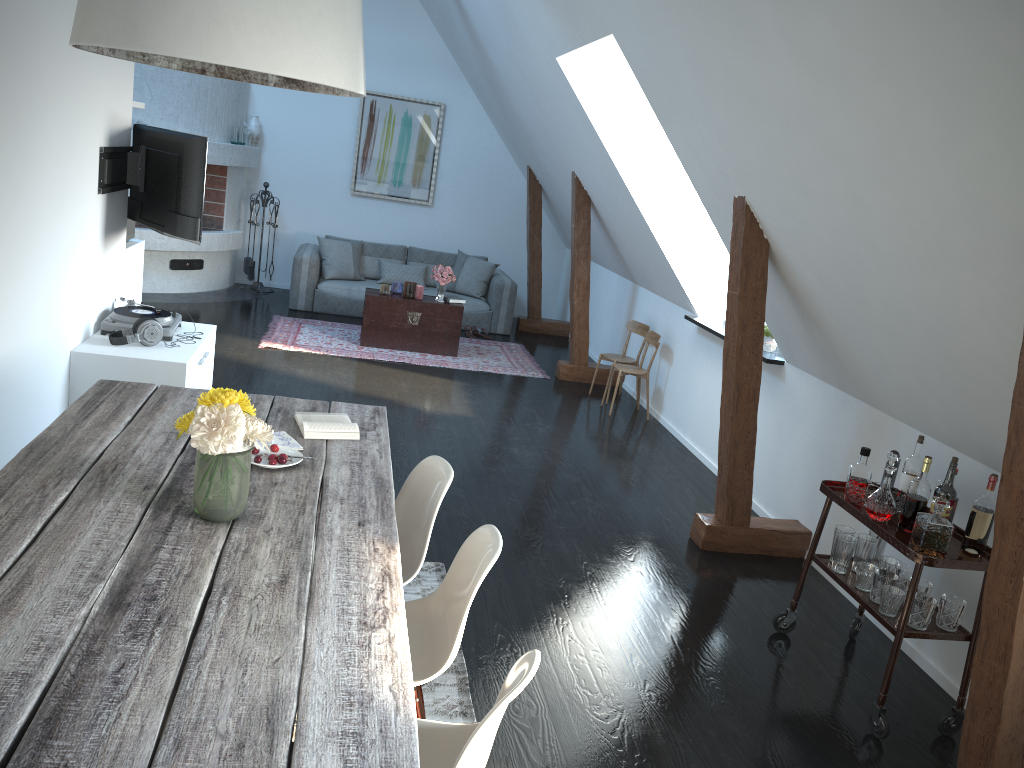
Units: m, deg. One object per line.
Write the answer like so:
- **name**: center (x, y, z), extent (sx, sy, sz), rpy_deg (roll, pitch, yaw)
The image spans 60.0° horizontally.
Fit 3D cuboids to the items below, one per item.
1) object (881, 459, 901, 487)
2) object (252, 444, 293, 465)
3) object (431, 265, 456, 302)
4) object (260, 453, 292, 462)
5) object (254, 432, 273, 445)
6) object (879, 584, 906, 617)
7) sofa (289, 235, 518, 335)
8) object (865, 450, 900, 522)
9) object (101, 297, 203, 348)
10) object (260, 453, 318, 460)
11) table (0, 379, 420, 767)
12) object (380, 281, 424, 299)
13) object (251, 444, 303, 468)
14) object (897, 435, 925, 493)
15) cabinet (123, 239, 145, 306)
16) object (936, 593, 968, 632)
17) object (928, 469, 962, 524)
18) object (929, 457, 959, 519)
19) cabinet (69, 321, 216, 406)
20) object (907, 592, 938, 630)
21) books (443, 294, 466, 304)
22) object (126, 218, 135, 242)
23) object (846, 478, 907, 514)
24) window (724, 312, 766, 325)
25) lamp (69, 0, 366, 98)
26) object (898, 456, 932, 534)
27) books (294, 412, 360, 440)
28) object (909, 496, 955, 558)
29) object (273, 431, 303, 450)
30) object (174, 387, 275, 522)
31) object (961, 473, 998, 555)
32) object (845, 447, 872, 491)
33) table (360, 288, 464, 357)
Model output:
- **object**: center (1.614, 0.402, 3.796), extent (0.052, 0.182, 0.135), rpy_deg (15, 15, 25)
- **object**: center (-0.800, 0.233, 2.896), extent (0.132, 0.034, 0.144), rpy_deg (-2, 18, -38)
- **object**: center (-0.670, -0.969, 8.456), extent (0.235, 0.351, 0.234), rpy_deg (20, 17, 37)
- **object**: center (-0.774, 0.241, 2.915), extent (0.110, 0.011, 0.058), rpy_deg (7, 14, -8)
- **object**: center (-0.924, 0.184, 3.079), extent (0.182, 0.016, 0.179), rpy_deg (5, 14, -16)
- **object**: center (1.452, 0.835, 3.401), extent (0.092, 0.099, 0.092), rpy_deg (0, 16, -33)
- **sofa**: center (-1.226, -1.171, 10.105), extent (2.458, 0.770, 1.107), rpy_deg (6, 14, -11)
- **object**: center (1.466, 0.398, 3.478), extent (0.114, 0.292, 0.114), rpy_deg (-2, 18, -38)
- **object**: center (-2.179, -0.371, 5.396), extent (0.558, 0.162, 0.742), rpy_deg (6, 14, -14)
- **object**: center (-0.737, 0.237, 2.926), extent (0.194, 0.022, 0.019), rpy_deg (10, 14, 4)
- **table**: center (-0.947, 0.719, 2.578), extent (1.141, 0.788, 2.421), rpy_deg (6, 14, -11)
- **object**: center (-1.037, -0.912, 8.443), extent (0.413, 0.138, 0.215), rpy_deg (9, 14, 0)
- **object**: center (-0.791, 0.243, 2.911), extent (0.205, 0.024, 0.205), rpy_deg (4, 15, -19)
- **object**: center (1.653, 0.366, 3.667), extent (0.073, 0.320, 0.073), rpy_deg (4, 15, -20)
- **cabinet**: center (-3.078, -0.557, 6.102), extent (0.869, 0.921, 0.638), rpy_deg (6, 14, -11)
- **object**: center (1.658, 0.868, 3.355), extent (0.095, 0.119, 0.095), rpy_deg (20, 18, 39)
- **object**: center (1.705, 0.453, 3.486), extent (0.067, 0.257, 0.099), rpy_deg (7, 14, -6)
- **object**: center (1.639, 0.433, 3.365), extent (0.080, 0.329, 0.080), rpy_deg (4, 15, -20)
- **cabinet**: center (-2.217, -0.043, 5.445), extent (0.623, 0.507, 1.069), rpy_deg (6, 14, -11)
- **object**: center (1.532, 0.855, 3.327), extent (0.095, 0.119, 0.095), rpy_deg (20, 18, 39)
- **books**: center (-0.583, -0.827, 8.599), extent (0.179, 0.034, 0.243), rpy_deg (0, 16, -32)
- **object**: center (-2.811, -1.067, 5.948), extent (0.435, 0.211, 0.496), rpy_deg (6, 14, -12)
- **object**: center (1.495, 0.465, 3.640), extent (0.245, 0.092, 0.151), rpy_deg (13, 14, 17)
- **window**: center (-0.494, -2.181, 3.315), extent (5.959, 4.249, 8.018), rpy_deg (6, 14, -11)
- **lamp**: center (-0.522, -2.121, 1.853), extent (0.697, 2.813, 0.757), rpy_deg (20, 17, 37)
- **object**: center (1.564, 0.423, 3.413), extent (0.081, 0.307, 0.081), rpy_deg (8, 14, -6)
- **books**: center (-0.695, 0.147, 3.327), extent (0.202, 0.042, 0.251), rpy_deg (3, 15, -23)
- **object**: center (1.525, 0.515, 3.206), extent (0.101, 0.211, 0.101), rpy_deg (10, 14, 3)
- **object**: center (-0.840, 0.198, 3.080), extent (0.182, 0.014, 0.185), rpy_deg (-1, 17, -36)
- **object**: center (-0.787, 0.189, 2.408), extent (0.233, 0.365, 0.293), rpy_deg (-3, 18, -39)
- **object**: center (1.754, 0.480, 3.301), extent (0.081, 0.308, 0.081), rpy_deg (4, 15, -19)
- **object**: center (1.484, 0.370, 3.778), extent (0.087, 0.206, 0.087), rpy_deg (12, 14, 13)
- **table**: center (-0.966, -0.594, 8.503), extent (0.962, 0.492, 0.471), rpy_deg (6, 14, -11)
